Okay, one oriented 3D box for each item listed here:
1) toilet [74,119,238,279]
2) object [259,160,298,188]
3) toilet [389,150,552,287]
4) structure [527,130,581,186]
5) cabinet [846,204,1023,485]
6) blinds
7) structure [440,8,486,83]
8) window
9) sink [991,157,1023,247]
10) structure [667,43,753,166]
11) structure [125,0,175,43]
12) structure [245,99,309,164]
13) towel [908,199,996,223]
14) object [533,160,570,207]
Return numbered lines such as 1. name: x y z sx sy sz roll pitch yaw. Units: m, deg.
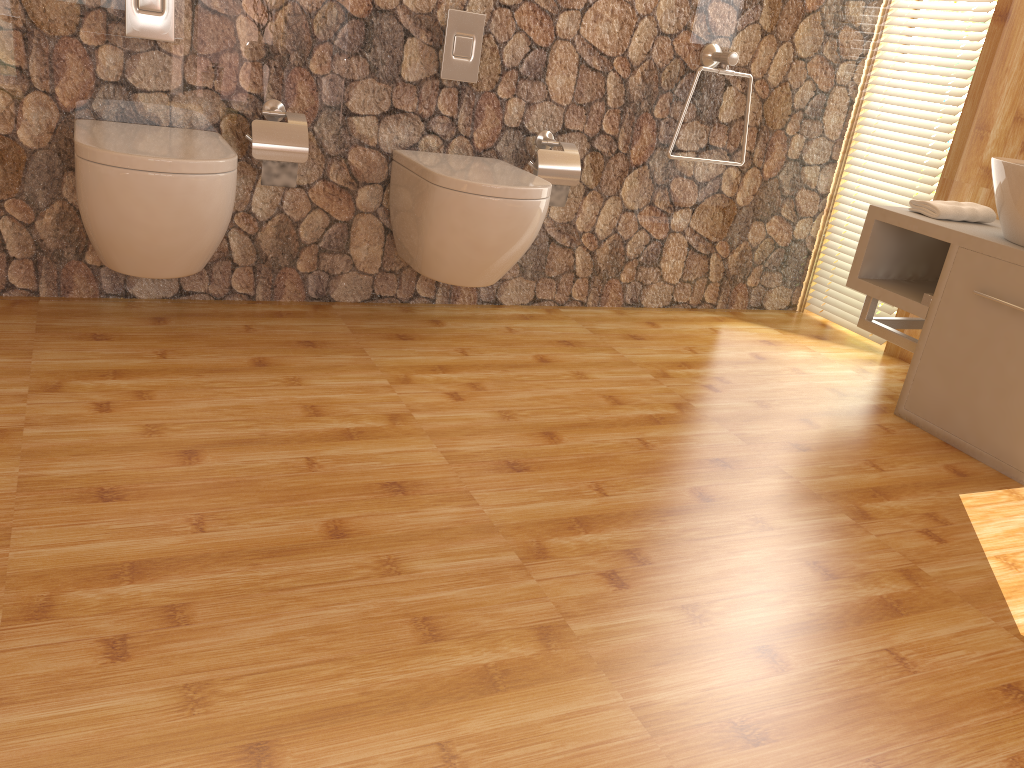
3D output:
1. toilet: -0.919 -0.457 2.289 0.371 0.337 0.507 -1 24 -26
2. object: -0.664 -0.642 2.514 0.098 0.151 0.090 -1 24 -26
3. toilet: -0.124 -0.477 2.669 0.371 0.337 0.507 -1 24 -26
4. structure: 0.124 -0.737 2.883 0.170 0.151 0.154 -1 24 -26
5. cabinet: 1.519 -0.082 2.508 0.517 0.570 1.136 -1 24 -26
6. blinds: 1.488 -1.233 3.136 0.042 2.178 0.420 -1 24 -26
7. structure: -0.150 -1.026 2.697 0.120 0.200 0.010 -1 24 -26
8. window: 2.332 -0.531 1.734 0.010 2.164 3.964 -1 24 -26
9. sink: 1.588 -0.532 2.325 0.533 0.409 0.634 -1 24 -26
10. structure: 0.688 -0.967 3.063 0.332 0.387 0.133 -1 24 -26
11. structure: -0.945 -1.006 2.317 0.120 0.200 0.010 -1 24 -26
12. structure: -0.669 -0.717 2.505 0.170 0.151 0.154 -1 24 -26
13. towel: 1.361 -0.538 2.743 0.225 0.048 0.140 1 23 -21
14. object: 0.128 -0.661 2.893 0.098 0.151 0.090 -1 24 -26
